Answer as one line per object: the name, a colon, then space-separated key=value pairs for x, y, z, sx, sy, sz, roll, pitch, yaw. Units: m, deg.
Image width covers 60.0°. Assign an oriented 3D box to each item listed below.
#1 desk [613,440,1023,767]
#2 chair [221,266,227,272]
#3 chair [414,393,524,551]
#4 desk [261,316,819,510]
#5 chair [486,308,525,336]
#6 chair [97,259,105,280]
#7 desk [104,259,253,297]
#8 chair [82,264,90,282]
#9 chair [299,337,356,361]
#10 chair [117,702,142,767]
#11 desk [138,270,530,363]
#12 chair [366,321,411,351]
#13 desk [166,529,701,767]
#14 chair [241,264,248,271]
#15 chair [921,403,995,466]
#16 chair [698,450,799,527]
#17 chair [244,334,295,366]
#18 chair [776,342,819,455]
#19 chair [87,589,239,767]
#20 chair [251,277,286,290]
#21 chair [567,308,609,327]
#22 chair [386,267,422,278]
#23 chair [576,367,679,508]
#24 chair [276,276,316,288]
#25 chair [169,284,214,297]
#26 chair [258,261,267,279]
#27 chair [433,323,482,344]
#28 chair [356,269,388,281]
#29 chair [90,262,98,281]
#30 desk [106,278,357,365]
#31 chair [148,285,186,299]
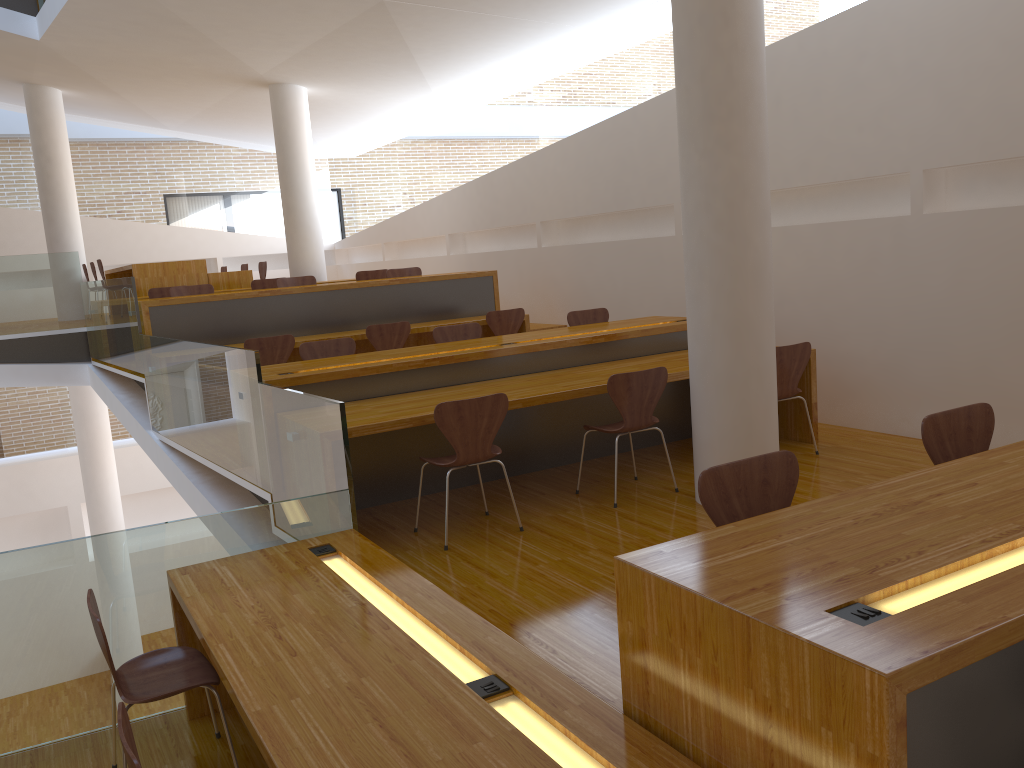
desk: x=1.832 y=0.522 z=2.580 sx=3.185 sy=0.606 sz=0.760 roll=-9 pitch=9 yaw=-28
chair: x=-4.234 y=-1.315 z=12.631 sx=0.381 sy=0.693 sz=0.428 roll=-9 pitch=9 yaw=-28
chair: x=-0.244 y=0.389 z=4.335 sx=0.428 sy=0.693 sz=0.381 roll=-9 pitch=9 yaw=-28
desk: x=0.141 y=0.146 z=5.478 sx=3.243 sy=0.785 sz=1.527 roll=-9 pitch=9 yaw=-28
chair: x=-0.113 y=-0.328 z=7.994 sx=0.428 sy=0.693 sz=0.381 roll=-9 pitch=9 yaw=-28
chair: x=-4.326 y=-1.037 z=9.790 sx=0.381 sy=0.693 sz=0.428 roll=-9 pitch=9 yaw=-28
desk: x=-4.242 y=-1.122 z=11.139 sx=1.247 sy=0.762 sz=3.194 roll=-9 pitch=9 yaw=-28
chair: x=-5.172 y=-1.178 z=11.205 sx=0.381 sy=0.693 sz=0.428 roll=-9 pitch=9 yaw=-28
chair: x=-1.135 y=0.060 z=5.864 sx=0.428 sy=0.693 sz=0.381 roll=-9 pitch=9 yaw=-28
chair: x=-0.711 y=1.116 z=2.179 sx=0.381 sy=0.693 sz=0.428 roll=-9 pitch=9 yaw=-28
desk: x=-1.537 y=-0.377 z=7.900 sx=3.216 sy=1.022 sz=1.248 roll=-9 pitch=9 yaw=-28
chair: x=-1.066 y=-0.170 z=7.427 sx=0.428 sy=0.693 sz=0.381 roll=-9 pitch=9 yaw=-28
desk: x=-0.206 y=1.110 z=2.280 sx=0.760 sy=0.606 sz=3.185 roll=-9 pitch=9 yaw=-28
chair: x=-3.652 y=-1.221 z=11.679 sx=0.381 sy=0.693 sz=0.428 roll=-9 pitch=9 yaw=-28
chair: x=1.641 y=0.443 z=2.955 sx=0.428 sy=0.693 sz=0.381 roll=-9 pitch=9 yaw=-28
chair: x=0.798 y=0.577 z=2.492 sx=0.428 sy=0.693 sz=0.381 roll=-9 pitch=9 yaw=-28
chair: x=-1.909 y=-0.036 z=6.964 sx=0.428 sy=0.693 sz=0.381 roll=-9 pitch=9 yaw=-28
chair: x=1.552 y=0.097 z=5.365 sx=0.428 sy=0.693 sz=0.381 roll=-9 pitch=9 yaw=-28
chair: x=-1.188 y=1.030 z=3.021 sx=0.381 sy=0.693 sz=0.428 roll=-9 pitch=9 yaw=-28
chair: x=-2.511 y=-0.743 z=9.190 sx=0.428 sy=0.693 sz=0.381 roll=-9 pitch=9 yaw=-28
chair: x=0.698 y=-0.225 z=6.827 sx=0.428 sy=0.693 sz=0.381 roll=-9 pitch=9 yaw=-28
chair: x=-1.001 y=-0.829 z=8.969 sx=0.428 sy=0.693 sz=0.381 roll=-9 pitch=9 yaw=-28
chair: x=0.600 y=0.255 z=4.798 sx=0.428 sy=0.693 sz=0.381 roll=-9 pitch=9 yaw=-28
chair: x=-1.980 y=-0.680 z=8.474 sx=0.428 sy=0.693 sz=0.381 roll=-9 pitch=9 yaw=-28
chair: x=-2.824 y=-0.546 z=8.011 sx=0.428 sy=0.693 sz=0.381 roll=-9 pitch=9 yaw=-28
chair: x=-3.176 y=-1.135 z=10.837 sx=0.381 sy=0.693 sz=0.428 roll=-9 pitch=9 yaw=-28
chair: x=-0.292 y=-0.074 z=6.327 sx=0.428 sy=0.693 sz=0.381 roll=-9 pitch=9 yaw=-28
chair: x=-1.558 y=-0.901 z=9.757 sx=0.428 sy=0.693 sz=0.381 roll=-9 pitch=9 yaw=-28
chair: x=-4.802 y=-1.123 z=10.632 sx=0.381 sy=0.693 sz=0.428 roll=-9 pitch=9 yaw=-28
desk: x=-2.624 y=-0.750 z=9.590 sx=3.356 sy=0.606 sz=0.760 roll=-9 pitch=9 yaw=-28
chair: x=-3.354 y=-0.609 z=8.727 sx=0.428 sy=0.693 sz=0.381 roll=-9 pitch=9 yaw=-28
